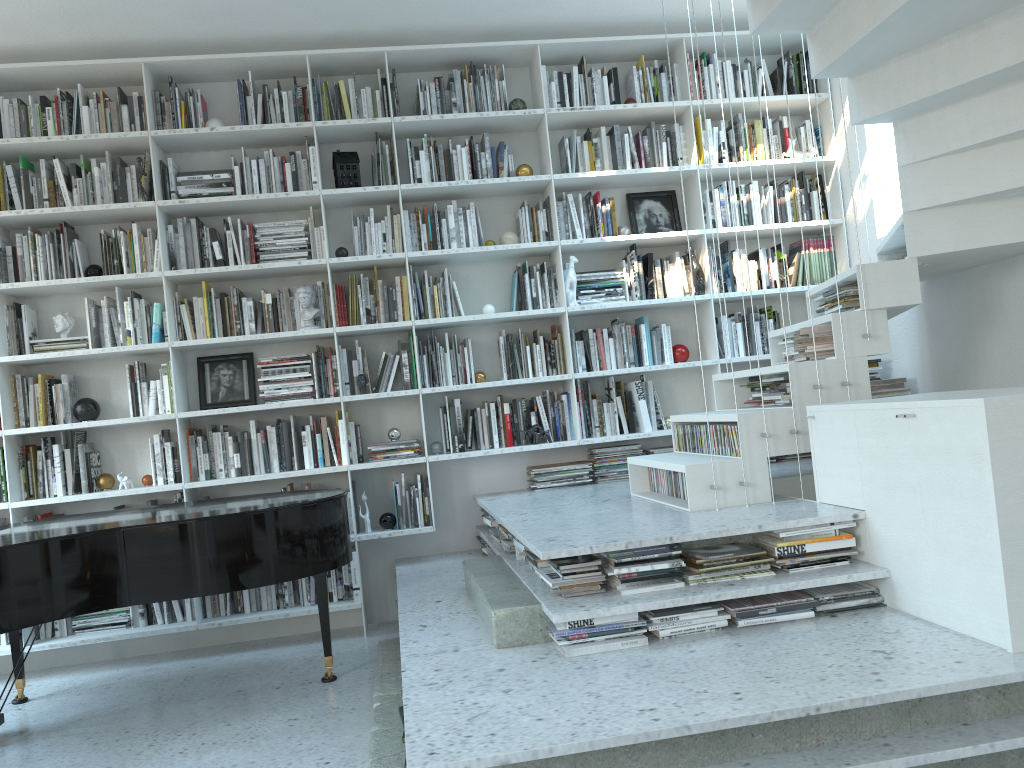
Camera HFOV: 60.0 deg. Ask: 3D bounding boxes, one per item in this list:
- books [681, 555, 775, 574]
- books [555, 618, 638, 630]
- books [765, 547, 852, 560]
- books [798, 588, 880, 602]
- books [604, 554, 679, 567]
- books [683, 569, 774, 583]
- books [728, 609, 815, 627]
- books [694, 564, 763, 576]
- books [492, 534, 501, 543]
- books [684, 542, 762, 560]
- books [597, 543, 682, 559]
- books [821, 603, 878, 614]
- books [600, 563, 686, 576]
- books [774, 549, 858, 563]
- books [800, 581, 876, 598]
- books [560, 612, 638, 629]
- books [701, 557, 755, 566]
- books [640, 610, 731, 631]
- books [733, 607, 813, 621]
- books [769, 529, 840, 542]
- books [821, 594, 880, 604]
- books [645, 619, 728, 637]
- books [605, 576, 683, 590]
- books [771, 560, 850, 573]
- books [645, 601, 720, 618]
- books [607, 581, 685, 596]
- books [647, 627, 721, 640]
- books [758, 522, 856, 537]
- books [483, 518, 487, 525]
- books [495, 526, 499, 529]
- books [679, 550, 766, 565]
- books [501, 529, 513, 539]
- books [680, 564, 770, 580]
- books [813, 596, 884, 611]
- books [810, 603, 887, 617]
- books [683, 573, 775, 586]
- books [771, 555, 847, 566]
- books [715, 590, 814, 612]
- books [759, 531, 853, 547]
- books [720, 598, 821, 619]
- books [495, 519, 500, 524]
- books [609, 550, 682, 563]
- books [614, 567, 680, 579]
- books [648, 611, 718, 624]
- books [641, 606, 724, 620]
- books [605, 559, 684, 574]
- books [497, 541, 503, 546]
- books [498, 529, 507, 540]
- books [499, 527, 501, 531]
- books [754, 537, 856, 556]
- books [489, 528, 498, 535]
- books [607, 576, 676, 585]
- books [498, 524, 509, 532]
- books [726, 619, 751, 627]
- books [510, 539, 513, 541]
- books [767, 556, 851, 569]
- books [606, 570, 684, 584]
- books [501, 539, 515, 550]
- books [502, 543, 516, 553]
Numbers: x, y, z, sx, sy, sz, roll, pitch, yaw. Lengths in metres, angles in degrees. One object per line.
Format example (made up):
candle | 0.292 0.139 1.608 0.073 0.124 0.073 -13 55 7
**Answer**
books | 0.718 0.603 3.003 0.273 0.014 0.188 -6 -2 -13
books | 0.265 0.754 2.845 0.257 0.010 0.132 -6 -2 -4
books | 1.009 0.572 3.068 0.268 0.014 0.160 -6 -2 -9
books | 1.088 0.697 2.968 0.228 0.014 0.133 -6 -2 -9
books | 0.434 0.583 2.990 0.221 0.018 0.154 -6 -2 -7
books | 0.721 0.642 3.013 0.287 0.005 0.165 -6 -2 -3
books | 0.833 0.751 2.904 0.250 0.018 0.177 -6 -2 -5
books | 0.718 0.618 3.017 0.214 0.015 0.177 -6 -2 -7
books | 0.011 0.747 4.341 0.190 0.012 0.235 -6 -2 -10
books | 0.713 0.568 3.014 0.203 0.011 0.173 -6 -2 -13
books | 0.429 0.558 3.003 0.261 0.016 0.129 -6 -2 -9
books | 1.093 0.733 2.956 0.179 0.010 0.160 -6 -2 -8
books | 0.437 0.612 2.986 0.260 0.009 0.153 -6 -2 -5
books | 1.013 0.582 3.048 0.281 0.008 0.181 -6 -2 -3
books | 1.087 0.687 2.968 0.215 0.007 0.130 -6 -2 -6
books | 0.265 0.736 2.831 0.233 0.025 0.157 -6 -2 -13
books | 0.714 0.592 3.025 0.179 0.010 0.160 -6 -2 -6
books | 0.549 0.757 2.875 0.272 0.012 0.158 -6 -2 -10
books | 0.831 0.739 2.910 0.254 0.005 0.161 -6 -2 -12
books | 1.004 0.511 3.060 0.192 0.024 0.167 -6 -2 -3
books | 1.090 0.707 2.962 0.225 0.007 0.133 -6 -2 -4
books | 0.552 0.772 2.864 0.232 0.019 0.169 -6 -2 -13
books | 0.441 0.659 2.990 0.227 0.013 0.148 -6 -2 -10
books | 1.015 0.616 3.057 0.220 0.011 0.177 -6 -2 -10
books | 0.544 0.722 2.883 0.220 0.013 0.149 -6 -2 -9
books | 0.445 0.672 2.975 0.216 0.015 0.177 -6 -2 -10
books | 0.552 0.790 2.879 0.208 0.015 0.152 -6 -2 -10
books | 1.003 0.492 3.049 0.285 0.013 0.181 -6 -2 -13
books | -0.069 0.752 4.931 0.175 0.017 0.265 -6 -2 -5
books | -0.022 0.727 4.645 0.163 0.008 0.295 -6 -2 -10
books | 0.713 0.580 3.020 0.245 0.013 0.172 -6 -2 -9
books | 0.052 0.674 4.058 0.179 0.017 0.293 -6 -2 -7
books | 0.717 0.633 3.033 0.293 0.014 0.134 -6 -2 -11
books | 1.092 0.719 2.959 0.234 0.017 0.151 -6 -2 -7
books | 1.095 0.740 2.951 0.261 0.006 0.151 -6 -2 -12
books | 0.721 0.648 3.013 0.291 0.007 0.174 -6 -2 -5
books | 1.010 0.595 3.073 0.262 0.016 0.132 -6 -2 -13
books | 0.820 0.707 2.910 0.274 0.009 0.176 -6 -2 -8
books | 1.007 0.528 3.052 0.261 0.012 0.179 -6 -2 -4
books | 0.830 0.719 2.902 0.287 0.018 0.190 -6 -2 -9
books | 0.016 0.669 4.344 0.167 0.008 0.234 -6 -2 -9
books | 0.433 0.570 2.982 0.228 0.009 0.159 -6 -2 -12
books | 0.439 0.622 2.983 0.210 0.012 0.168 -6 -2 -7
books | 0.546 0.743 2.887 0.211 0.018 0.134 -6 -2 -5
books | 0.545 0.731 2.881 0.242 0.005 0.152 -6 -2 -7
books | 0.439 0.599 2.965 0.230 0.015 0.190 -6 -2 -3
books | 0.017 0.758 4.341 0.183 0.012 0.296 -6 -2 -9
books | 0.018 0.729 4.342 0.164 0.023 0.242 -6 -2 -4
books | 0.027 0.707 4.344 0.154 0.018 0.221 -6 -2 -9
books | 1.008 0.550 3.060 0.284 0.030 0.177 -6 -2 -7
books | -0.020 0.769 4.643 0.173 0.017 0.233 -6 -2 -9
books | 0.439 0.647 2.995 0.207 0.012 0.131 -6 -2 -12
books | 0.046 0.649 4.058 0.187 0.009 0.261 -6 -2 -9
books | 0.831 0.765 2.924 0.249 0.009 0.144 -6 -2 -9
books | 0.062 0.690 4.059 0.159 0.018 0.203 -6 -2 -10
books | 1.013 0.607 3.067 0.259 0.009 0.152 -6 -2 -11
books | 0.441 0.634 2.972 0.215 0.013 0.189 -6 -2 -9
books | 0.056 0.724 4.057 0.177 0.014 0.247 -6 -2 -10
books | 0.051 0.737 4.056 0.182 0.011 0.253 -6 -2 -4
